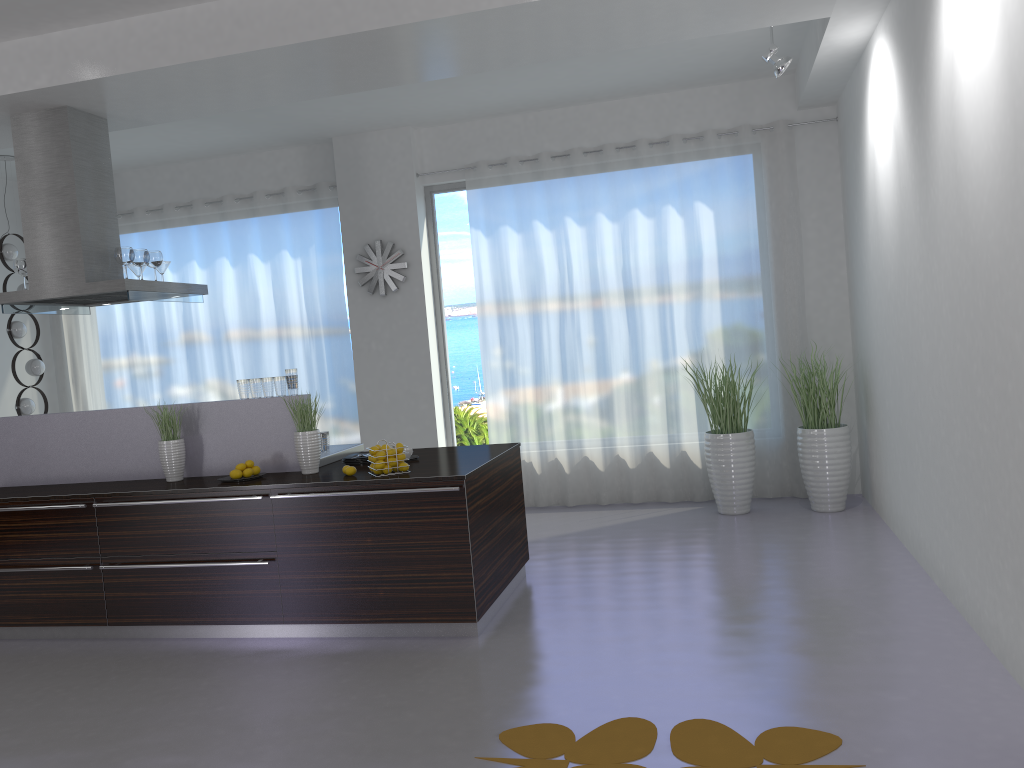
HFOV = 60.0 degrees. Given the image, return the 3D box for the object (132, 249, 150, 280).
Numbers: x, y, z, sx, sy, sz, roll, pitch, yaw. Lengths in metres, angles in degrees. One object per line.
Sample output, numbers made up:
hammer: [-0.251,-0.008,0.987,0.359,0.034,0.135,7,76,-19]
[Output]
object: [-2.453,-0.776,5.860,0.125,0.221,0.125,-3,3,38]

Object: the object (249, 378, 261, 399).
object: [-1.536,0.026,5.313,0.071,0.119,0.072,-7,3,-36]

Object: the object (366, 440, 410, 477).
object: [-0.676,0.396,4.822,0.189,0.174,0.207,-6,3,-21]

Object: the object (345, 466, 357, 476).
object: [-0.881,0.475,4.841,0.063,0.051,0.053,-4,3,17]

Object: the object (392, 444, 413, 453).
object: [-0.712,0.419,5.590,0.153,0.069,0.153,-7,4,-43]

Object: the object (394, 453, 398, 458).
object: [-0.646,0.382,4.839,0.055,0.051,0.061,-4,3,8]

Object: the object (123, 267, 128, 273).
object: [-2.814,-0.745,6.343,0.137,0.174,0.137,-6,3,-22]

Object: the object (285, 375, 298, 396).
object: [-1.301,0.009,5.256,0.071,0.119,0.072,-7,3,-36]

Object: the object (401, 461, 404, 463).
object: [-0.623,0.426,4.868,0.062,0.053,0.052,-7,4,-39]

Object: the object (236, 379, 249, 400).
object: [-1.614,0.032,5.332,0.072,0.119,0.071,-6,3,-26]

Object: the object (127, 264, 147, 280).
object: [-2.647,-0.757,6.287,0.137,0.174,0.137,-6,3,-22]

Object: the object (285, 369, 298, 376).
object: [-1.304,-0.030,5.255,0.071,0.119,0.072,-7,3,-36]

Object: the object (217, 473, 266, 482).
object: [-1.547,0.536,5.080,0.232,0.020,0.232,-4,3,22]

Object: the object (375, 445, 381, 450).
object: [-0.739,0.363,4.869,0.052,0.060,0.057,-5,3,2]

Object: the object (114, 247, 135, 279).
object: [-2.488,-0.766,5.707,0.125,0.221,0.125,-3,3,38]

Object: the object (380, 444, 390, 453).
object: [-0.689,0.354,4.822,0.051,0.053,0.063,-4,3,15]

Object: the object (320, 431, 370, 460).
object: [-1.051,0.383,5.492,0.646,0.147,0.269,-3,3,38]

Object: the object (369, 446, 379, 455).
object: [-0.748,0.363,4.817,0.053,0.051,0.063,-6,3,-29]

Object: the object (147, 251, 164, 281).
object: [-2.419,-0.786,6.003,0.125,0.221,0.125,-3,3,38]

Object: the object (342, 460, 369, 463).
object: [-0.897,0.459,5.379,0.232,0.020,0.232,-4,3,22]

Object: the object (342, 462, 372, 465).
object: [-0.896,0.469,5.380,0.232,0.020,0.232,-4,3,22]

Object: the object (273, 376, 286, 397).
object: [-1.379,0.015,5.275,0.071,0.119,0.072,-7,3,-36]

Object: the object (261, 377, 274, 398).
object: [-1.457,0.021,5.294,0.071,0.119,0.072,-7,3,-36]

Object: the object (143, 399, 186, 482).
object: [-2.040,0.328,5.247,0.269,0.502,0.247,-4,3,14]

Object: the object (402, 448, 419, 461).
object: [-0.638,0.425,5.327,0.153,0.069,0.153,-6,3,-13]

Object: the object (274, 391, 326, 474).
object: [-1.172,0.263,5.063,0.269,0.502,0.247,-7,3,-33]

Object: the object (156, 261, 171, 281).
object: [-2.463,-0.770,6.243,0.137,0.174,0.137,-6,3,-22]

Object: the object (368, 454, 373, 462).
object: [-0.761,0.405,4.858,0.053,0.051,0.063,-6,3,-18]

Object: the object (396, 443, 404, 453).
object: [-0.613,0.349,4.823,0.050,0.060,0.059,-4,3,13]

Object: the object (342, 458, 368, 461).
object: [-0.897,0.449,5.379,0.232,0.020,0.232,-4,3,17]

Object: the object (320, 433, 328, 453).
object: [-1.206,0.375,5.640,0.072,0.119,0.071,-4,3,14]

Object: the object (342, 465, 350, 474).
object: [-0.910,0.475,4.898,0.053,0.051,0.063,-6,3,-18]
